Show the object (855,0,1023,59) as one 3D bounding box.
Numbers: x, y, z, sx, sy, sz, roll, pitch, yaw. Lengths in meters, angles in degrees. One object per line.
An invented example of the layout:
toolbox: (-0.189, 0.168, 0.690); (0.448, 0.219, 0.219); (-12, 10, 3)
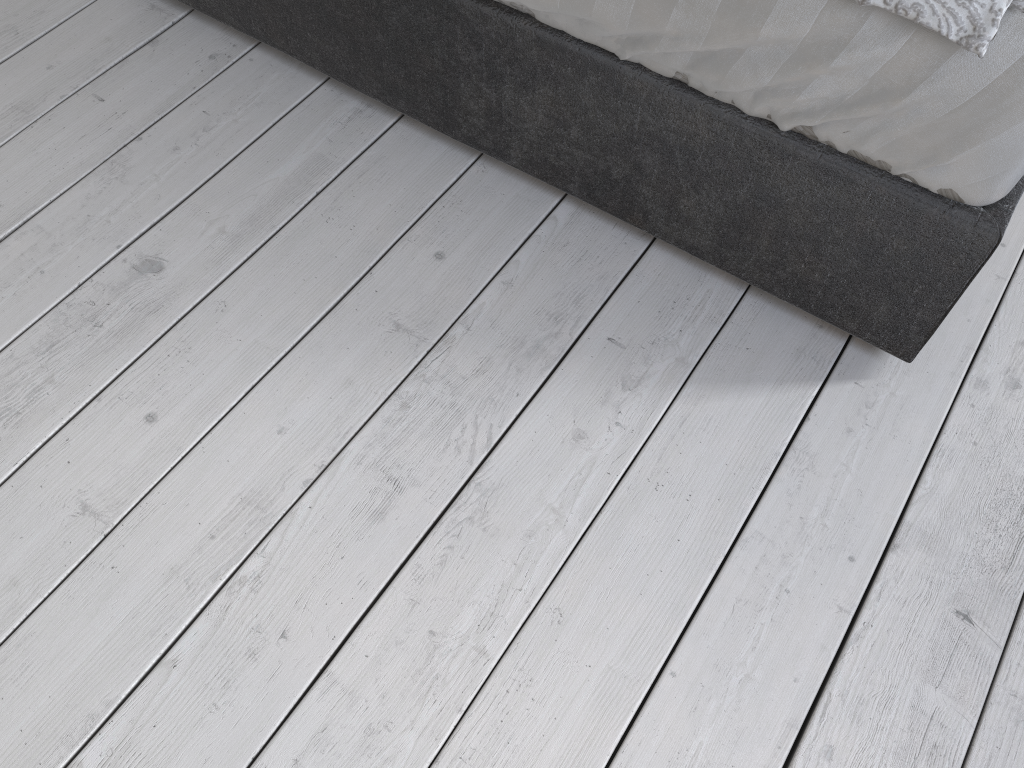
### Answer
object: (0.029, -0.848, 1.184); (1.461, 0.104, 0.405); (30, 62, 16)

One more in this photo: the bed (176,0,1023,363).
bed: (0.504, -1.445, 1.547); (1.889, 1.166, 2.179); (30, 62, 16)
